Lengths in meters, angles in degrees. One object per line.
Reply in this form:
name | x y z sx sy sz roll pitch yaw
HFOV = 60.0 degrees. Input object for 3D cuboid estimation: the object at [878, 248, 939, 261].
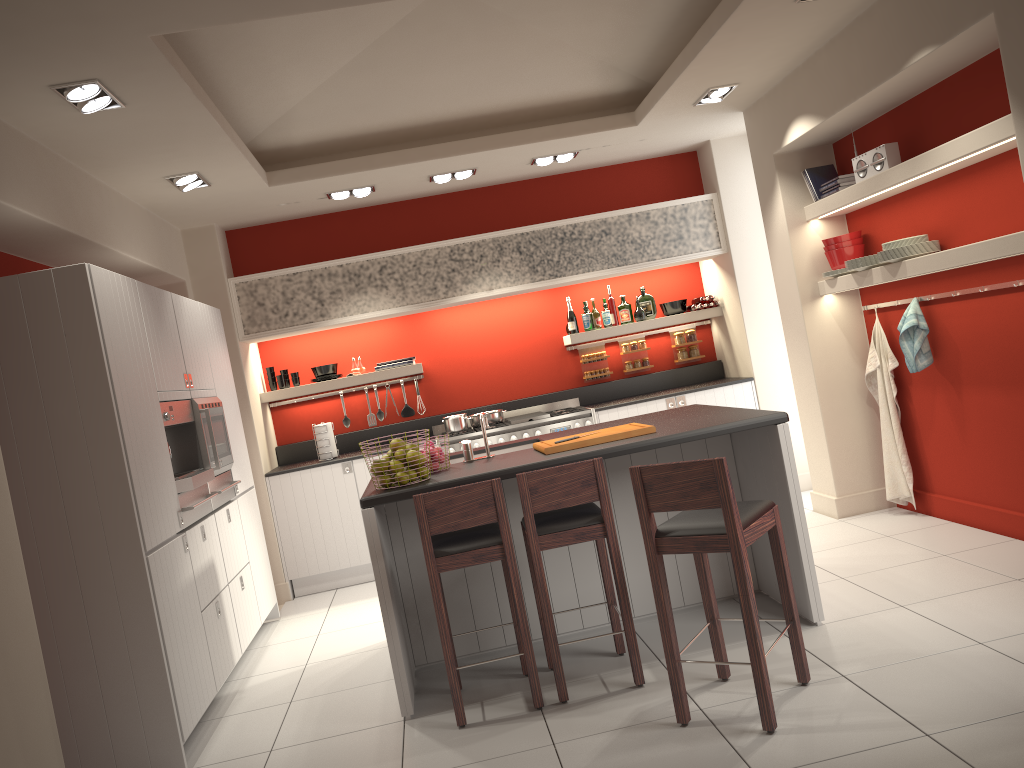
object | 2.342 -0.755 5.228 0.339 0.020 0.339 -11 1 -3

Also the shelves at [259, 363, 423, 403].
shelves | -1.452 -0.009 7.636 1.379 0.083 0.376 -11 1 -6

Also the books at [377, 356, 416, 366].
books | -0.999 -0.195 7.673 0.332 0.026 0.207 -11 1 -5

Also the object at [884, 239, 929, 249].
object | 2.328 -0.819 5.244 0.255 0.015 0.255 -11 1 -25

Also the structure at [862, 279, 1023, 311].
structure | 2.556 -0.522 5.060 0.063 0.034 2.223 -11 1 -6

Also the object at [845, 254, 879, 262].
object | 2.281 -0.798 5.608 0.339 0.020 0.339 -11 1 -7

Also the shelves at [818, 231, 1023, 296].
shelves | 2.484 -0.701 5.042 0.437 0.100 2.394 -11 1 -6

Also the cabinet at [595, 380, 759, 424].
cabinet | 1.397 0.584 7.625 1.361 0.993 0.687 -11 1 -6

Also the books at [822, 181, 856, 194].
books | 2.189 -1.295 5.817 0.207 0.019 0.258 -11 1 -5

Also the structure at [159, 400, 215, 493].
structure | -1.925 0.353 4.769 0.453 0.470 0.623 -11 1 -6

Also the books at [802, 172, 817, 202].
books | 2.143 -1.376 6.112 0.208 0.242 0.126 -11 1 -6

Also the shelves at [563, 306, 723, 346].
shelves | 1.159 -0.514 7.901 1.379 0.083 0.376 -11 1 -6

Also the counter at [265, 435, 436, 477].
counter | -1.301 0.587 7.351 1.360 0.026 0.699 -11 1 -6

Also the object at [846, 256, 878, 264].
object | 2.284 -0.786 5.608 0.339 0.020 0.339 -11 1 -7

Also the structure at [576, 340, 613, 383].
structure | 0.745 -0.201 7.950 0.256 0.347 0.130 -11 1 -6

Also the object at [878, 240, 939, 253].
object | 2.333 -0.799 5.227 0.339 0.020 0.339 -11 1 -3

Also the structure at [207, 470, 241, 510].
structure | -1.774 0.644 5.418 0.129 0.177 0.617 -11 1 -6

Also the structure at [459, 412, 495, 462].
structure | -0.198 0.292 4.796 0.183 0.249 0.224 -11 1 -5

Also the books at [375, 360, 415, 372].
books | -1.007 -0.158 7.651 0.331 0.042 0.207 -11 1 -1

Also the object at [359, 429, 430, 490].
object | -0.544 0.362 4.240 0.341 0.232 0.341 -10 1 27

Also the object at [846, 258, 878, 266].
object | 2.286 -0.773 5.608 0.339 0.020 0.339 -11 1 -7

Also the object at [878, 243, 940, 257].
object | 2.337 -0.780 5.227 0.339 0.020 0.339 -11 1 -3

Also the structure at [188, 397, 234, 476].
structure | -1.915 0.333 5.400 0.332 0.473 0.610 -11 1 -6

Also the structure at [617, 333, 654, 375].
structure | 1.114 -0.273 7.987 0.256 0.347 0.130 -11 1 -6

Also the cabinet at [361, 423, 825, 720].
cabinet | 0.338 0.868 4.814 2.034 1.011 1.423 -11 1 -6

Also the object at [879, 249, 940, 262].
object | 2.343 -0.749 5.228 0.339 0.020 0.339 -11 1 -3

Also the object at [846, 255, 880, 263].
object | 2.282 -0.792 5.608 0.339 0.020 0.339 -11 1 -7

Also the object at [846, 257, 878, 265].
object | 2.285 -0.779 5.608 0.339 0.020 0.339 -11 1 -7

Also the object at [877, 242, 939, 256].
object | 2.336 -0.787 5.227 0.339 0.020 0.339 -11 1 -3

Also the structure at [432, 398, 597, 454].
structure | 0.086 0.781 7.445 1.322 1.085 0.778 -11 1 -6

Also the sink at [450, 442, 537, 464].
sink | -0.060 0.524 5.020 0.567 0.258 0.516 -11 1 -6

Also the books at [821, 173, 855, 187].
books | 2.179 -1.343 5.817 0.207 0.019 0.258 -11 1 -5

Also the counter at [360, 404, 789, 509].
counter | 0.244 0.344 4.806 2.054 0.050 1.415 -11 1 -6

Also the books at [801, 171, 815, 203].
books | 2.147 -1.382 6.143 0.210 0.248 0.136 -11 1 -6

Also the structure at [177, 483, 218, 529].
structure | -1.710 0.647 4.791 0.129 0.177 0.617 -11 1 -6

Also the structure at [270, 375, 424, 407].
structure | -1.446 0.061 7.798 1.355 0.034 0.054 -11 1 -6

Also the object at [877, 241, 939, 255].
object | 2.335 -0.793 5.227 0.339 0.020 0.339 -11 1 -3

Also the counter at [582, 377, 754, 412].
counter | 1.300 0.083 7.614 1.360 0.026 0.699 -11 1 -6

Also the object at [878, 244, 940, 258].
object | 2.338 -0.774 5.228 0.339 0.020 0.339 -11 1 -3

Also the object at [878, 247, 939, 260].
object | 2.341 -0.761 5.228 0.339 0.020 0.339 -11 1 -3

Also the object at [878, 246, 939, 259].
object | 2.339 -0.768 5.228 0.339 0.020 0.339 -11 1 -3

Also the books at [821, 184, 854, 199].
books | 2.185 -1.269 5.829 0.207 0.030 0.258 -11 1 -6

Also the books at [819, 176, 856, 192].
books | 2.175 -1.318 5.828 0.207 0.030 0.258 -11 1 -6

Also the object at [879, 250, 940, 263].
object | 2.344 -0.742 5.228 0.339 0.020 0.339 -11 1 -3

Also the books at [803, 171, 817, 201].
books | 2.145 -1.378 6.093 0.209 0.243 0.126 -11 1 -6

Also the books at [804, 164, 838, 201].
books | 2.140 -1.376 6.065 0.207 0.246 0.136 -11 1 -6

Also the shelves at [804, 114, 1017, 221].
shelves | 2.384 -1.223 5.033 0.437 0.100 2.394 -11 1 -6

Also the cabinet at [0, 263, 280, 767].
cabinet | -2.091 0.643 5.070 0.717 2.250 2.557 -11 1 -6

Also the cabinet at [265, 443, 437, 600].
cabinet | -1.208 1.088 7.361 1.361 0.993 0.687 -11 1 -6

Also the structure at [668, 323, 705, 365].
structure | 1.584 -0.364 8.035 0.256 0.347 0.130 -11 1 -6
